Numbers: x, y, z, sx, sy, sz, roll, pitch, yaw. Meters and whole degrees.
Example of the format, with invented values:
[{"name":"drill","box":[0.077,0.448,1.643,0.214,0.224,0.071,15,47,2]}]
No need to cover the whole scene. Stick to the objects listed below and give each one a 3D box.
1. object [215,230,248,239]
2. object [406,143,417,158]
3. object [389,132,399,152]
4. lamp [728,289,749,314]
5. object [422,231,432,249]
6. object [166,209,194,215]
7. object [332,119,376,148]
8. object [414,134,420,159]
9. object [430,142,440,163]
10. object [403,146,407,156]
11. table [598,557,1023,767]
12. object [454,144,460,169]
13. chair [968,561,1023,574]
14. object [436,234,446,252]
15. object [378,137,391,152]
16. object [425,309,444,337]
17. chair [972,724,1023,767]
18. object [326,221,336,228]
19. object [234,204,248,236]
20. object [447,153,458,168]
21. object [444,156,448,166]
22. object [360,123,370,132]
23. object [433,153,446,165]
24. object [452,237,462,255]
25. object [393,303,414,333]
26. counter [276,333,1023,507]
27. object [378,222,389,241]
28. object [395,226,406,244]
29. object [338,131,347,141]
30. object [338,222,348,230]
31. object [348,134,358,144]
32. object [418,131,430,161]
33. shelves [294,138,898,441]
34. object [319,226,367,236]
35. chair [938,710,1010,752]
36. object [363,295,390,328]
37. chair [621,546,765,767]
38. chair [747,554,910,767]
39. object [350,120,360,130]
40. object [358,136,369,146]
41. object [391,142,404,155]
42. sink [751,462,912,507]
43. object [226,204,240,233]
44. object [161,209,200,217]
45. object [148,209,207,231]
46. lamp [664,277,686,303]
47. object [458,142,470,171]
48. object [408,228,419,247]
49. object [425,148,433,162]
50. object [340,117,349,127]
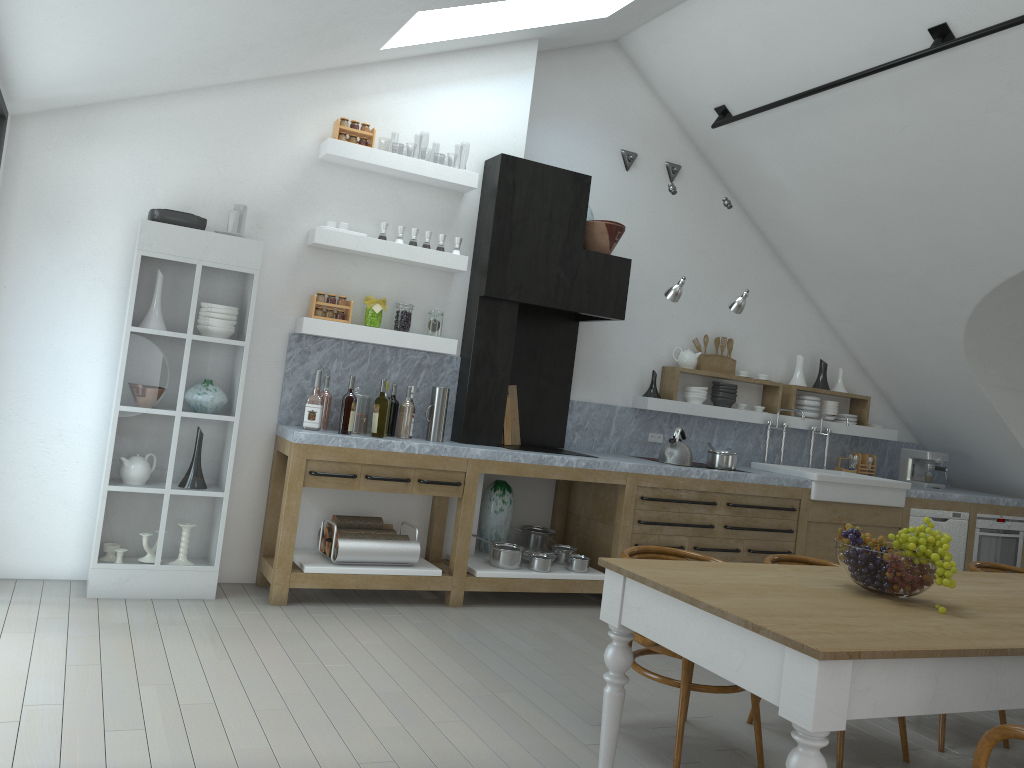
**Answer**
[{"name":"object","box":[-1.584,-0.828,5.045,0.150,0.025,0.294,7,-1,-2]},{"name":"object","box":[-0.633,-1.448,5.537,0.071,0.099,0.071,6,-2,28]},{"name":"object","box":[-0.746,-1.497,5.587,0.048,0.169,0.048,8,-2,-18]},{"name":"lamp","box":[1.640,-0.589,6.376,0.112,0.176,0.169,8,-2,-34]},{"name":"object","box":[-0.540,-0.908,5.635,0.067,0.124,0.064,8,-2,-32]},{"name":"object","box":[-1.856,-0.887,4.908,0.170,0.120,0.170,8,-1,-26]},{"name":"object","box":[-0.972,-1.517,5.435,0.237,0.146,0.120,8,-2,-26]},{"name":"object","box":[-0.601,-1.484,5.603,0.054,0.179,0.054,5,-3,40]},{"name":"object","box":[-0.498,-1.465,5.707,0.048,0.169,0.048,8,-2,-18]},{"name":"object","box":[-0.681,-1.451,5.615,0.094,0.093,0.093,7,-2,7]},{"name":"table","box":[1.958,1.204,3.270,3.343,0.800,1.019,8,-1,-26]},{"name":"object","box":[-0.353,-1.452,5.723,0.054,0.179,0.054,5,-3,40]},{"name":"chair","box":[2.643,1.341,4.543,0.526,0.736,0.622,8,-2,-29]},{"name":"object","box":[-0.453,-0.897,5.668,0.067,0.124,0.064,8,-2,-32]},{"name":"object","box":[-0.800,-1.473,5.521,0.082,0.105,0.081,6,-2,32]},{"name":"object","box":[-0.493,-0.388,5.671,0.103,0.178,0.207,7,-1,-4]},{"name":"chair","box":[1.392,1.152,2.052,0.526,0.736,0.621,8,-2,-22]},{"name":"object","box":[-1.098,-0.951,5.373,0.058,0.061,0.057,8,-2,-26]},{"name":"object","box":[-1.572,-0.924,5.101,0.071,0.211,0.072,7,-2,-2]},{"name":"object","box":[-0.385,-1.416,5.657,0.071,0.099,0.071,6,-2,28]},{"name":"object","box":[-0.433,-1.418,5.735,0.094,0.093,0.093,7,-2,7]},{"name":"object","box":[-0.906,-1.572,5.467,0.058,0.075,0.058,7,-2,-3]},{"name":"object","box":[-0.468,-1.420,5.649,0.077,0.085,0.077,7,-2,7]},{"name":"object","box":[-0.354,-0.884,5.716,0.067,0.124,0.064,8,-2,-32]},{"name":"object","box":[-0.684,-0.416,5.576,0.120,0.183,0.120,7,-2,-11]},{"name":"counter","box":[1.550,0.382,6.778,6.564,0.620,0.962,7,-1,-26]},{"name":"object","box":[-0.800,-0.942,5.510,0.067,0.124,0.064,8,-2,-32]},{"name":"object","box":[-0.701,-0.929,5.558,0.067,0.124,0.064,8,-2,-32]},{"name":"object","box":[-1.037,-1.502,5.405,0.058,0.075,0.058,7,-2,-3]},{"name":"object","box":[-1.031,-0.948,5.403,0.054,0.071,0.054,8,-2,-27]},{"name":"object","box":[-0.977,-1.494,5.435,0.058,0.075,0.058,7,-2,-3]},{"name":"object","box":[-0.557,-1.483,5.556,0.063,0.187,0.063,6,-3,32]},{"name":"shelves","box":[1.099,-0.484,6.792,5.539,1.363,0.480,8,-2,-31]},{"name":"object","box":[-1.034,-0.920,5.402,0.294,0.025,0.113,7,-1,-26]},{"name":"chair","box":[1.993,1.256,4.239,0.526,0.736,0.621,8,-2,-23]},{"name":"object","box":[-0.860,-0.446,5.488,0.163,0.199,0.128,8,-2,-31]},{"name":"chair","box":[0.697,1.087,3.611,0.526,0.736,0.622,8,-2,-26]},{"name":"chair","box":[1.369,1.174,3.870,0.526,0.736,0.622,8,-2,-29]},{"name":"object","box":[-0.966,-1.579,5.438,0.058,0.075,0.058,7,-2,-3]},{"name":"object","box":[-0.917,-1.486,5.464,0.058,0.075,0.058,7,-2,-3]},{"name":"object","box":[-0.715,-1.452,5.529,0.077,0.085,0.077,7,-2,7]},{"name":"sink","box":[2.526,0.804,7.068,1.019,0.202,0.728,7,-1,-26]},{"name":"object","box":[-1.571,-0.918,4.994,0.054,0.196,0.054,7,-2,-1]},{"name":"object","box":[-1.857,-0.877,4.908,0.238,0.120,0.238,8,-1,-26]},{"name":"object","box":[-1.859,-0.868,4.907,0.298,0.120,0.299,8,-1,-26]},{"name":"lamp","box":[1.122,-0.653,6.129,0.115,0.178,0.164,7,-2,-7]},{"name":"object","box":[-0.309,-1.451,5.676,0.063,0.187,0.063,6,-3,32]},{"name":"object","box":[-0.618,-0.918,5.582,0.067,0.124,0.064,8,-2,-32]},{"name":"object","box":[-0.552,-1.440,5.642,0.082,0.105,0.081,6,-2,32]},{"name":"object","box":[-1.026,-1.587,5.409,0.058,0.075,0.058,7,-2,-3]}]
